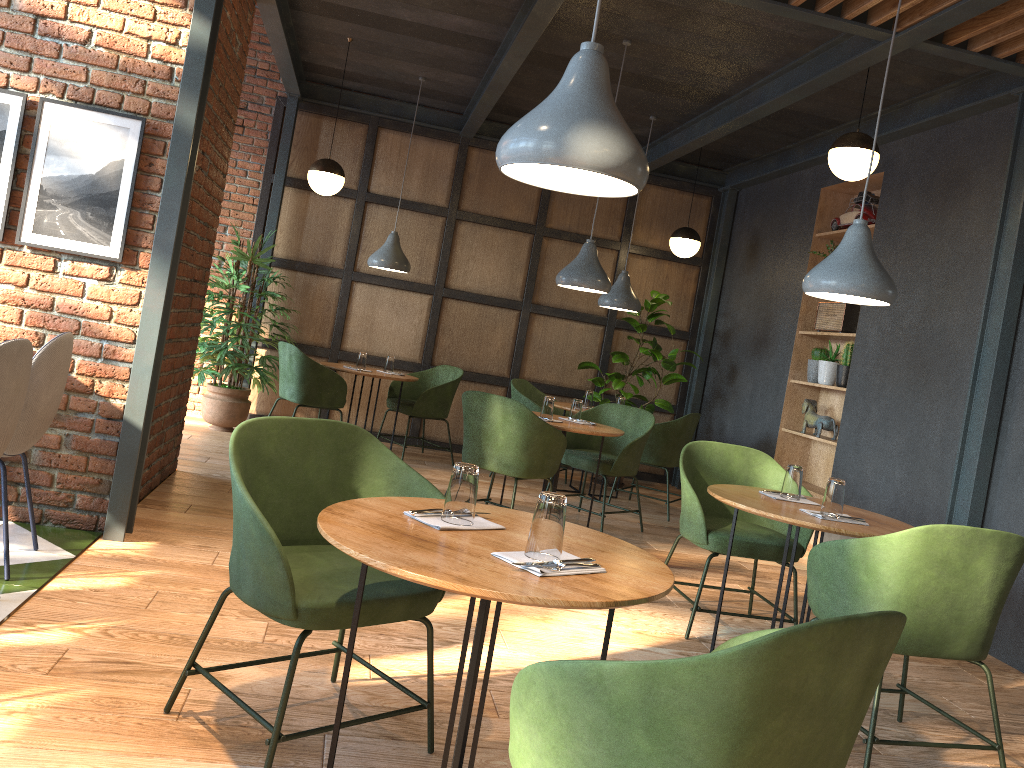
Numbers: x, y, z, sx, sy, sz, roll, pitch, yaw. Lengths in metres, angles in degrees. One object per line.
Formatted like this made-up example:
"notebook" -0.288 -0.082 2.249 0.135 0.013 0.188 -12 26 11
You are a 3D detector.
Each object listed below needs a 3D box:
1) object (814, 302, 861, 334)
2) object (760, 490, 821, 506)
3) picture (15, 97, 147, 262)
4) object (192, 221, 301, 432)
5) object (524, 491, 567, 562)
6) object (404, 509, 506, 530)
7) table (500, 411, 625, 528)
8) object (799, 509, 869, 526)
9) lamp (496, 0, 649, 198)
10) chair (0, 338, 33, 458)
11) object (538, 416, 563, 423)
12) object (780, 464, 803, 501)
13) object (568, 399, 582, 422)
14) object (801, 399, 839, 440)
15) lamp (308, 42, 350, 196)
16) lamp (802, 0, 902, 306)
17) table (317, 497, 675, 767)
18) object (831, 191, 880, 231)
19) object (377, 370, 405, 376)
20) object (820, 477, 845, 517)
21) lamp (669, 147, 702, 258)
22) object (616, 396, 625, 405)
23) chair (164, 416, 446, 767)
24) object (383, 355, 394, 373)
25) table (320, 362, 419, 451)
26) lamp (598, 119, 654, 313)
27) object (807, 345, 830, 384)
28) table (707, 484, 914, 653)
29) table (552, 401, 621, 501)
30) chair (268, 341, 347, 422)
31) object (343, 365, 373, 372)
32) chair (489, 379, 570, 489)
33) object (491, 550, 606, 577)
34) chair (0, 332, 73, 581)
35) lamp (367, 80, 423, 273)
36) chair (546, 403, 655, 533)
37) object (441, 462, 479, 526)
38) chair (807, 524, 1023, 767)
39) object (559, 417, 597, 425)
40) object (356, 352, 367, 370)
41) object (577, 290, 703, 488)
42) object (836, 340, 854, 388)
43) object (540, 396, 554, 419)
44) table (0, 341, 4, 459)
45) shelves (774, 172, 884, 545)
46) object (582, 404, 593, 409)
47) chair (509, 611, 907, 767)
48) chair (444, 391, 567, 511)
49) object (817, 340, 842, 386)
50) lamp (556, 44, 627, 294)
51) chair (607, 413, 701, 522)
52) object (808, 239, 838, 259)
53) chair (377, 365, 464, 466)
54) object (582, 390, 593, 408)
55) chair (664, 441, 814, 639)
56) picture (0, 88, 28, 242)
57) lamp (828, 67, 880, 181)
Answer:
"object" 2.427 -0.482 6.536 0.198 0.241 0.341 9 2 -15
"object" 1.155 0.467 3.657 0.242 0.019 0.158 9 3 -11
"picture" -1.839 -0.869 3.784 0.429 0.631 0.015 10 0 -10
"object" -2.236 -0.475 7.265 0.975 1.722 0.917 9 1 -45
"object" 0.077 0.305 1.903 0.080 0.138 0.080 9 1 -28
"object" -0.129 0.323 2.143 0.242 0.019 0.158 7 4 -41
"table" 0.249 0.569 5.564 0.810 0.687 0.805 11 2 31
"object" 1.200 0.492 3.325 0.242 0.019 0.158 9 3 -11
"lamp" 0.513 -2.674 2.017 0.354 4.489 0.352 10 0 25
"chair" -1.824 0.257 2.720 0.507 0.887 0.419 10 1 -4
"object" 0.185 0.206 5.448 0.244 0.019 0.157 13 4 44
"object" 1.151 0.400 3.630 0.080 0.138 0.080 11 1 42
"object" 0.410 0.166 5.671 0.080 0.138 0.080 10 1 27
"object" 2.266 0.257 6.534 0.150 0.257 0.523 10 2 -11
"lamp" -1.058 -3.248 6.472 0.269 3.793 0.267 10 0 33
"lamp" 1.701 -2.545 3.478 0.354 4.489 0.352 10 0 25
"table" -0.093 0.694 2.016 0.809 0.687 0.806 10 2 20
"object" 2.551 -1.255 6.484 0.204 0.285 0.518 10 2 -10
"object" -0.989 -0.093 7.296 0.157 0.019 0.244 7 4 -45
"object" 1.218 0.427 3.350 0.080 0.138 0.080 11 1 42
"lamp" 1.810 -2.970 7.719 0.269 3.793 0.267 10 0 33
"object" 0.866 0.171 7.089 0.080 0.138 0.080 10 1 -3
"chair" -0.496 0.539 2.385 0.517 0.818 0.636 11 2 45
"object" -1.009 -0.164 7.294 0.080 0.138 0.080 9 1 -32
"table" -1.217 0.230 7.214 0.810 0.687 0.805 11 2 29
"lamp" 1.245 -2.815 7.156 0.354 4.489 0.352 10 0 25
"object" 2.326 -0.148 6.719 0.172 0.295 0.191 9 1 -36
"table" 1.117 0.828 3.480 0.811 0.687 0.804 11 2 39
"table" 0.642 0.554 7.165 0.806 0.687 0.809 9 2 -10
"chair" -1.596 0.113 6.919 0.513 0.818 0.641 9 1 -35
"object" -1.238 -0.125 7.076 0.157 0.019 0.244 7 4 -45
"chair" 0.213 0.402 7.373 0.516 0.818 0.637 10 1 21
"object" 0.072 0.372 1.877 0.242 0.019 0.158 7 4 -41
"chair" -1.957 0.206 3.251 0.506 0.887 0.419 10 1 -14
"lamp" -0.622 -3.140 7.183 0.354 4.489 0.352 10 0 25
"chair" 0.595 0.541 5.981 0.641 0.818 0.513 11 1 40
"object" -0.119 0.260 2.111 0.080 0.138 0.080 9 1 -28
"chair" 1.305 0.821 2.949 0.637 0.818 0.516 9 1 -15
"object" 0.430 0.236 5.673 0.244 0.019 0.157 13 4 44
"object" -1.202 -0.186 7.083 0.080 0.138 0.080 9 1 -32
"object" 1.114 0.036 7.894 1.057 1.794 0.722 10 1 0
"object" 2.375 -0.144 6.266 0.144 0.350 0.143 10 1 7
"object" 0.221 0.145 5.456 0.080 0.138 0.080 10 1 27
"table" -2.231 0.267 2.352 0.657 0.765 2.779 10 3 -10
"shelves" 2.379 -0.129 6.494 0.284 2.705 0.837 10 0 -10
"object" 0.602 0.183 7.264 0.158 0.019 0.242 12 4 34
"chair" 0.301 0.721 1.546 0.636 0.818 0.517 9 1 -40
"chair" -0.042 0.472 5.177 0.641 0.818 0.513 11 1 35
"object" 2.330 -0.153 6.502 0.213 0.329 0.233 10 1 -5
"lamp" 0.824 -2.804 5.543 0.354 4.489 0.352 10 0 25
"chair" 1.130 0.584 6.930 0.517 0.818 0.637 10 1 26
"object" 2.444 -0.915 6.555 0.173 0.329 0.539 9 2 -31
"chair" -0.776 0.223 7.529 0.513 0.818 0.641 9 1 -35
"object" 0.625 0.122 7.240 0.080 0.138 0.080 9 1 -33
"chair" 1.028 0.714 4.081 0.637 0.818 0.516 10 1 -10
"picture" -2.305 -0.946 3.700 0.429 0.631 0.015 10 0 -10
"lamp" 2.197 -2.998 4.911 0.267 3.793 0.269 10 0 -38
